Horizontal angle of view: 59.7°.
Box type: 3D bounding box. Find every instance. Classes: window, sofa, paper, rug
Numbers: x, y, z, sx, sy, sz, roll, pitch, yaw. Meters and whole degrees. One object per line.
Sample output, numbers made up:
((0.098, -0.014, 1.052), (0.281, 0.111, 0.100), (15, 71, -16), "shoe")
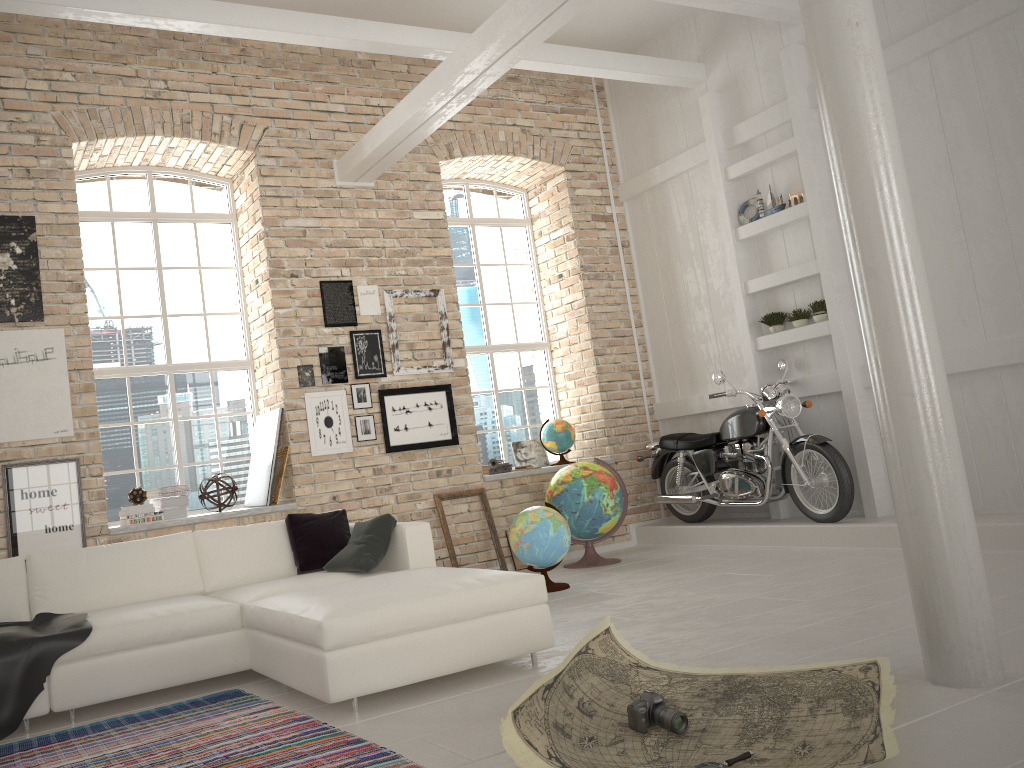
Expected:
((2.914, -1.439, 3.933), (1.348, 2.995, 12.083), (-4, -6, -33), "window")
((0.281, -1.215, 2.483), (1.348, 2.995, 12.083), (-4, -6, -33), "window")
((-1.774, 1.198, 4.382), (3.095, 0.843, 2.292), (-5, -6, -30), "sofa")
((0.700, 1.006, 3.012), (1.116, 0.266, 1.389), (-10, -5, 23), "paper")
((-1.098, 1.380, 3.035), (1.326, 0.008, 2.836), (-4, -6, -34), "rug")

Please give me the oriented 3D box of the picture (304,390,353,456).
((-1.488, 0.314, 7.243), (0.346, 0.515, 0.014), (-5, -7, -29), "picture")

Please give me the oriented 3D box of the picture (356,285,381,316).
((-1.217, -0.711, 7.581), (0.183, 0.259, 0.013), (-5, -7, -29), "picture")

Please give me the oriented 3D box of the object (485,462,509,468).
((-0.156, 0.746, 8.189), (0.201, 0.021, 0.168), (-5, -6, -31), "object")

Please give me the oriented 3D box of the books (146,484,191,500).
((-2.715, 0.849, 7.021), (0.244, 0.085, 0.284), (-12, -6, 39), "books")

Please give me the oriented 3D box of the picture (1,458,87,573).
((-3.243, 0.910, 6.195), (0.490, 0.758, 0.013), (-5, -7, -29), "picture")

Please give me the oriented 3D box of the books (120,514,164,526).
((-2.748, 1.011, 6.616), (0.260, 0.049, 0.232), (-4, -6, -34), "books")

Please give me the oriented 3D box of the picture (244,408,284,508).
((-2.024, 0.612, 7.276), (0.231, 0.765, 0.621), (-4, -7, -32), "picture")

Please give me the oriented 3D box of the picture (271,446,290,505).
((-1.887, 0.743, 7.136), (0.163, 0.461, 0.383), (-4, -7, -33), "picture")

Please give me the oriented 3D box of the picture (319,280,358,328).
((-1.447, -0.672, 7.446), (0.279, 0.395, 0.019), (-5, -7, -29), "picture")

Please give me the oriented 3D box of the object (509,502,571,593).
((0.214, 1.187, 6.489), (0.459, 0.633, 0.435), (-9, -6, 9), "object")

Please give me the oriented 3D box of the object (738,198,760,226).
((2.050, -1.480, 7.667), (0.066, 0.229, 0.249), (-3, -7, -41), "object")

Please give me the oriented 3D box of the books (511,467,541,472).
((0.125, 0.778, 8.108), (0.215, 0.022, 0.186), (-5, -6, -31), "books")

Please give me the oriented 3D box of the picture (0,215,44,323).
((-3.658, -0.814, 6.312), (0.556, 0.785, 0.039), (-5, -7, -29), "picture")

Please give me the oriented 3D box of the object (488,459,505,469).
((-0.140, 0.729, 8.223), (0.097, 0.090, 0.465), (-9, -5, 8), "object")

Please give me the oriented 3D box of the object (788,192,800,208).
((2.300, -1.490, 7.252), (0.103, 0.120, 0.110), (-7, -6, -14), "object")

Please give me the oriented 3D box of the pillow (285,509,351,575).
((-1.188, 0.984, 5.581), (0.403, 0.391, 0.255), (-5, -6, -29), "pillow")

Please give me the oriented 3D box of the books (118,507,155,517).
((-2.789, 0.950, 6.621), (0.190, 0.041, 0.207), (-3, -7, -45), "books")

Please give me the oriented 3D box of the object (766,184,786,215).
((2.170, -1.536, 7.378), (0.061, 0.261, 0.242), (-6, -6, -19), "object")

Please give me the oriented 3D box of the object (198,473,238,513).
((-2.278, 0.843, 6.911), (0.286, 0.308, 0.326), (-3, -7, -40), "object")

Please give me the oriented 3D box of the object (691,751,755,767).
((0.632, 1.100, 2.587), (0.214, 0.019, 0.103), (-4, -6, -34), "object")

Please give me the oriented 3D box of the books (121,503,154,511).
((-2.788, 0.915, 6.627), (0.172, 0.030, 0.187), (-3, -6, -42), "books")

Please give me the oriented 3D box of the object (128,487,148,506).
((-2.809, 0.842, 6.690), (0.141, 0.138, 0.144), (-7, -5, -4), "object")

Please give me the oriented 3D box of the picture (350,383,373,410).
((-1.252, 0.102, 7.414), (0.166, 0.213, 0.012), (-5, -7, -29), "picture")

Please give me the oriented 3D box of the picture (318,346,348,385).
((-1.471, -0.154, 7.341), (0.217, 0.307, 0.015), (-5, -7, -29), "picture")

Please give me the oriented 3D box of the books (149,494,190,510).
((-2.699, 0.933, 7.022), (0.223, 0.088, 0.337), (-4, -6, -37), "books")

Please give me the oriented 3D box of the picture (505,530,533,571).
((0.096, 1.449, 7.856), (0.253, 0.351, 0.101), (-5, -7, -29), "picture")

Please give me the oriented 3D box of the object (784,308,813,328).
((2.345, -0.538, 7.267), (0.217, 0.158, 0.238), (-4, -7, -39), "object")

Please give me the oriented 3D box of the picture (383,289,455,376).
((-0.809, -0.456, 7.743), (0.570, 0.751, 0.027), (-5, -7, -29), "picture")

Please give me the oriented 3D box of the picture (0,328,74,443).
((-3.422, 0.007, 6.264), (0.557, 0.786, 0.039), (-5, -7, -29), "picture")

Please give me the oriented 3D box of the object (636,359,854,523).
((1.878, 0.521, 7.530), (0.763, 1.331, 2.302), (-4, -6, -37), "object")

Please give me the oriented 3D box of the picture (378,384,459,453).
((-0.795, 0.289, 7.615), (0.674, 0.536, 0.033), (-5, -7, -29), "picture")

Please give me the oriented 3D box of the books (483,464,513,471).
((-0.157, 0.770, 8.198), (0.242, 0.026, 0.215), (-4, -6, -35), "books")

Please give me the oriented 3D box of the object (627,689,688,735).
((0.492, 1.101, 2.990), (0.140, 0.124, 0.179), (-5, -6, -31), "object")

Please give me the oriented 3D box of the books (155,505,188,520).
((-2.687, 1.015, 7.012), (0.226, 0.088, 0.333), (-5, -5, -27), "books")

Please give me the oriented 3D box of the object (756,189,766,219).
((2.102, -1.517, 7.540), (0.069, 0.268, 0.065), (-10, -6, 13), "object")

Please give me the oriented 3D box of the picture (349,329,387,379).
((-1.207, -0.251, 7.492), (0.276, 0.410, 0.011), (-5, -7, -29), "picture")

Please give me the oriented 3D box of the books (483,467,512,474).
((-0.161, 0.795, 8.190), (0.240, 0.030, 0.215), (-5, -6, -32), "books")

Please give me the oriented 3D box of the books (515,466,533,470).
((0.112, 0.763, 8.111), (0.143, 0.014, 0.099), (-12, -6, 40), "books")

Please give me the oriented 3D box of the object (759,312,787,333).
((2.195, -0.513, 7.462), (0.243, 0.181, 0.238), (-11, -6, 29), "object")

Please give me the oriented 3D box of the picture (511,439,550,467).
((0.185, 0.703, 8.864), (0.371, 0.293, 0.071), (-5, -7, -29), "picture")

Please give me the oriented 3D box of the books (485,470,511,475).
((-0.155, 0.820, 8.183), (0.241, 0.025, 0.213), (-5, -5, -30), "books")

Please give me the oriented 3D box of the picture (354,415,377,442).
((-1.213, 0.366, 7.386), (0.166, 0.213, 0.012), (-5, -7, -29), "picture")

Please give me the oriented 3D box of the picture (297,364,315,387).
((-1.667, -0.066, 7.221), (0.127, 0.179, 0.009), (-6, -7, -23), "picture")

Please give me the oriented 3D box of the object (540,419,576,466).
((0.455, 0.556, 8.609), (0.313, 0.466, 0.345), (-5, -6, -26), "object")

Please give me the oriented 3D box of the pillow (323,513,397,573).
((-0.894, 0.935, 5.244), (0.319, 0.306, 0.443), (-3, -7, -41), "pillow")

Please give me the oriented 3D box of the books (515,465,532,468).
((0.102, 0.751, 8.117), (0.108, 0.013, 0.125), (-11, -6, 34), "books")

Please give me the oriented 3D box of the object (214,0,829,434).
((-0.096, -1.224, 2.318), (9.560, 4.809, 12.521), (-5, -6, -31), "object")

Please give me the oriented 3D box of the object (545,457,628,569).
((0.632, 1.099, 7.586), (0.697, 0.926, 0.612), (-12, -7, 34), "object")

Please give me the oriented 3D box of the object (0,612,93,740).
((-2.521, 1.425, 4.364), (0.842, 0.465, 0.820), (-4, -6, -33), "object")

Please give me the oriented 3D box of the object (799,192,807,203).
((2.365, -1.491, 7.149), (0.111, 0.088, 0.103), (-9, -5, 10), "object")

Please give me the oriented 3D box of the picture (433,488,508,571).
((-0.346, 1.278, 7.556), (0.477, 0.750, 0.234), (-5, -7, -30), "picture")

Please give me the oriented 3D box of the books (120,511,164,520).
((-2.750, 0.976, 6.621), (0.255, 0.024, 0.231), (-4, -6, -34), "books")
